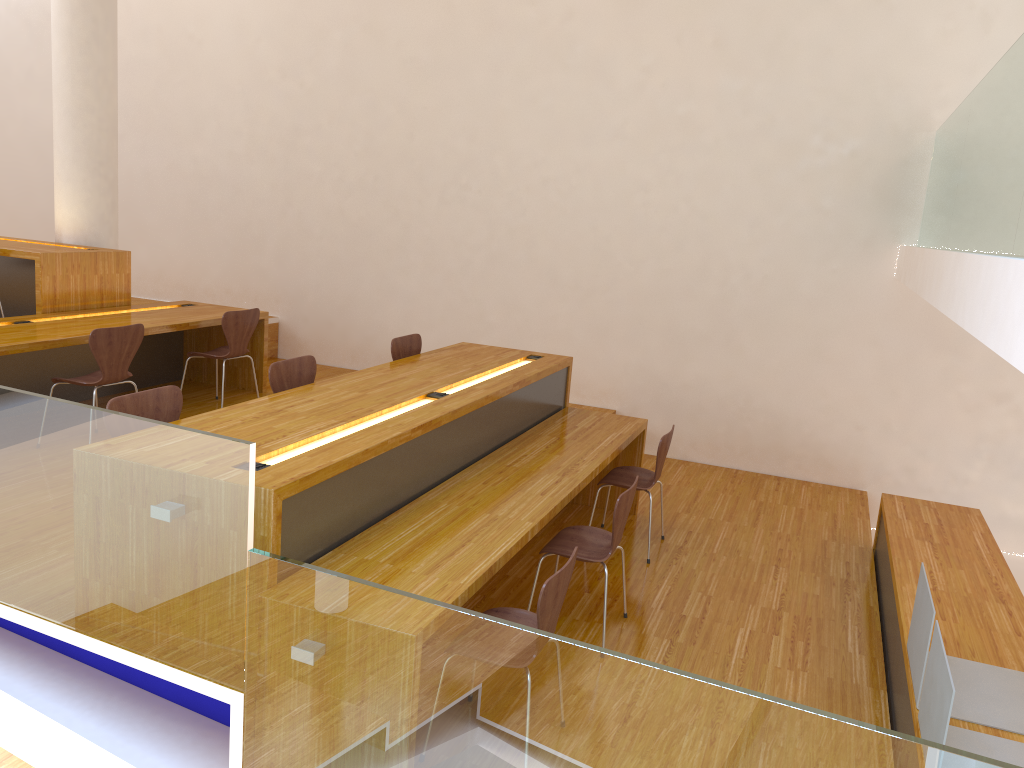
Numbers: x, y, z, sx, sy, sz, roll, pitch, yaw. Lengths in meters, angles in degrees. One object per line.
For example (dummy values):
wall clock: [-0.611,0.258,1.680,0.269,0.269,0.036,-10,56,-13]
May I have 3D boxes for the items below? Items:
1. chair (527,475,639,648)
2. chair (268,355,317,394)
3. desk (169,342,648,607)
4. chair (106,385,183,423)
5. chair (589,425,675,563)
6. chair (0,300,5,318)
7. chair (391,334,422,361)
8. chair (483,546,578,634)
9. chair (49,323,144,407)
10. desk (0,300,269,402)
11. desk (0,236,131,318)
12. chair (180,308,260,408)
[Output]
chair: [0.311,0.740,3.881,0.381,0.693,0.428,9,12,19]
chair: [-0.920,0.243,4.257,0.381,0.693,0.428,9,12,19]
desk: [-0.318,0.508,4.222,1.285,0.918,3.236,9,12,19]
chair: [-1.255,0.391,3.358,0.381,0.693,0.428,9,12,19]
chair: [0.661,0.564,4.929,0.381,0.693,0.428,9,12,19]
chair: [-3.571,-0.640,5.731,0.428,0.693,0.381,9,12,19]
chair: [-0.498,0.078,5.281,0.381,0.693,0.428,9,12,19]
chair: [-0.024,0.888,2.981,0.381,0.693,0.428,9,12,19]
chair: [-2.312,0.000,4.913,0.381,0.693,0.428,9,12,19]
desk: [-2.716,-0.046,5.229,0.760,0.606,3.185,9,12,19]
desk: [-4.313,-0.801,6.440,3.185,0.606,0.760,9,12,19]
chair: [-1.961,-0.176,5.962,0.381,0.693,0.428,9,12,19]
